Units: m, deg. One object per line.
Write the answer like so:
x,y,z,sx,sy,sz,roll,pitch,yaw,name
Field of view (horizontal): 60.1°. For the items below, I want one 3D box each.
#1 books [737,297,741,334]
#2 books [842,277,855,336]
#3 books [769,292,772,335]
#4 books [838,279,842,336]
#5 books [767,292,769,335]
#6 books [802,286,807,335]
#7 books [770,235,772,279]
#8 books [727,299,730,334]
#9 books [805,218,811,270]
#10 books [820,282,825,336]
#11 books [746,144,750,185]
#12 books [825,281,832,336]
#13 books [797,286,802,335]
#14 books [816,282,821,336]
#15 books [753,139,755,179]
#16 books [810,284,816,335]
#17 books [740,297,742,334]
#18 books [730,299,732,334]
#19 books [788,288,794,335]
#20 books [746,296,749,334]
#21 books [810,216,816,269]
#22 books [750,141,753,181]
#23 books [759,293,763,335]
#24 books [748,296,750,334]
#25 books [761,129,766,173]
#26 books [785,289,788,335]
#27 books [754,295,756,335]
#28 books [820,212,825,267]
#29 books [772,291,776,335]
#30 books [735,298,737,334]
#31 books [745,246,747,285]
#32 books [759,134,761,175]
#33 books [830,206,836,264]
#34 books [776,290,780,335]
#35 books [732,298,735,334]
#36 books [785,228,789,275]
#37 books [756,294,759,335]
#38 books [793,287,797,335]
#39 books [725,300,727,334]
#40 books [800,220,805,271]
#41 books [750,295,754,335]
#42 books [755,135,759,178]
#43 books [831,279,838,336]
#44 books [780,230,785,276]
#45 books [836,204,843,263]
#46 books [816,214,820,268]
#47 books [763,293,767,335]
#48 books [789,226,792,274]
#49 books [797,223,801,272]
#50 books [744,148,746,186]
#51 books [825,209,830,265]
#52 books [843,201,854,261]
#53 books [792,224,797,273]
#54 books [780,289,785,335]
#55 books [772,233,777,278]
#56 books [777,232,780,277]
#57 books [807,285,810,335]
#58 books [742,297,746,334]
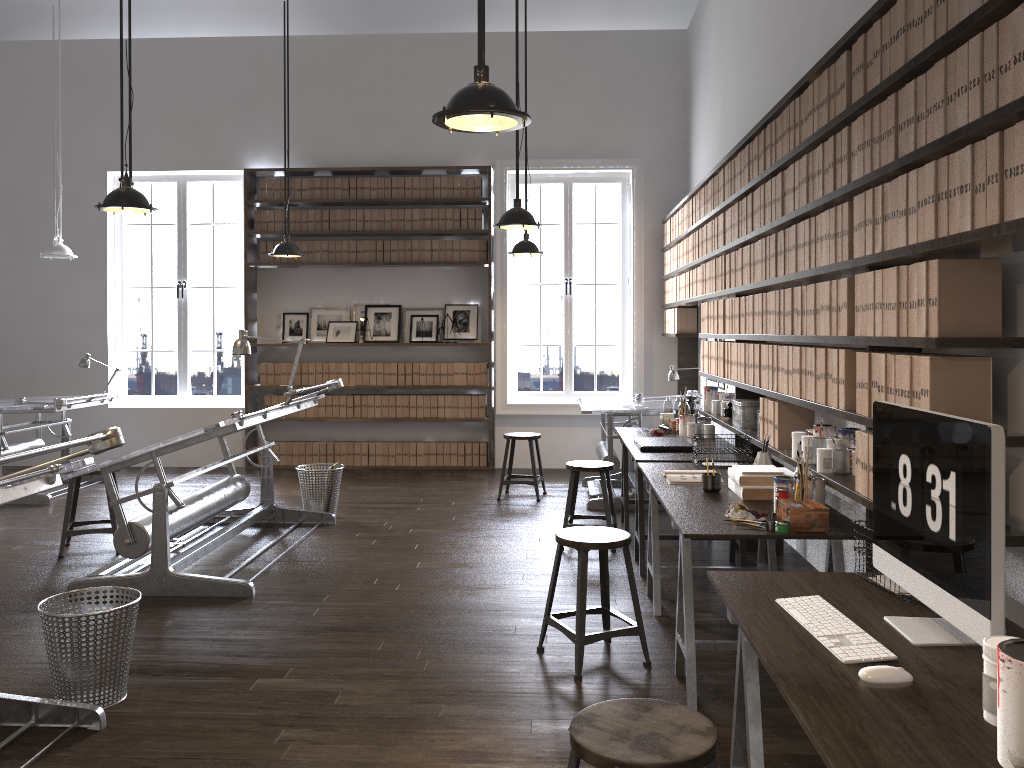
1.395,-0.389,5.127,0.174,0.226,0.067,0,1,3,books
1.306,-0.277,3.247,0.174,0.226,0.067,0,1,3,books
1.361,-0.343,4.360,0.174,0.225,0.067,0,1,3,books
1.316,-0.281,3.312,0.174,0.225,0.067,0,1,3,books
1.368,-0.348,4.430,0.174,0.225,0.067,0,1,3,books
1.337,-0.309,3.786,0.174,0.225,0.067,0,1,3,books
1.364,-0.621,4.360,0.174,0.225,0.067,0,1,3,books
1.406,-0.405,5.402,0.174,0.225,0.067,0,1,3,books
1.329,-0.583,3.729,0.174,0.226,0.067,0,1,3,books
1.322,-0.293,3.518,0.174,0.225,0.067,0,1,3,books
1.380,-1.203,4.870,0.174,0.226,0.067,0,1,3,books
1.317,-0.290,3.452,0.174,0.226,0.067,0,1,3,books
1.336,-0.314,3.857,0.174,0.225,0.067,0,1,3,books
1.326,-0.297,3.581,0.174,0.225,0.067,0,1,3,books
1.379,-1.195,4.732,0.174,0.225,0.067,0,1,3,books
1.325,-0.301,3.648,0.174,0.226,0.067,0,1,3,books
1.397,-0.384,5.052,0.174,0.225,0.067,0,1,3,books
1.403,-0.401,5.330,0.174,0.226,0.067,0,1,3,books
1.342,-0.322,4.003,0.174,0.226,0.067,0,1,3,books
1.390,-0.376,4.910,0.174,0.225,0.067,0,1,3,books
1.330,-0.579,3.659,0.174,0.225,0.067,0,1,3,books
1.383,-1.199,4.803,0.174,0.225,0.067,0,1,3,books
1.369,-0.356,4.570,0.174,0.226,0.067,0,1,3,books
1.386,-0.372,4.839,0.174,0.225,0.067,0,1,3,books
1.364,-1.182,4.515,0.174,0.226,0.067,0,1,3,books
1.351,-0.327,4.077,0.174,0.225,0.067,0,1,3,books
1.379,-0.364,4.705,0.174,0.225,0.067,0,1,3,books
1.321,-0.571,3.519,0.174,0.225,0.067,0,1,3,books
1.354,-0.339,4.288,0.174,0.225,0.067,0,1,3,books
1.404,-0.393,5.201,0.174,0.225,0.067,0,1,3,books
1.386,-0.653,4.915,0.174,0.225,0.067,0,1,3,books
1.373,-1.186,4.590,0.174,0.225,0.067,0,1,3,books
1.311,-0.562,3.381,0.174,0.226,0.067,0,1,3,books
1.351,-0.335,4.216,0.174,0.226,0.067,0,1,3,books
1.404,-0.397,5.266,0.174,0.225,0.067,0,1,3,books
1.350,-0.603,4.069,0.174,0.225,0.067,0,1,3,books
1.374,-0.360,4.642,0.174,0.225,0.067,0,1,3,books
1.344,-0.318,3.928,0.174,0.225,0.067,0,1,3,books
1.413,-0.409,5.474,0.174,0.225,0.067,0,1,3,books
1.334,-0.587,3.801,0.174,0.225,0.067,0,1,3,books
1.377,-0.368,4.772,0.174,0.226,0.067,0,1,3,books
1.372,-1.191,4.661,0.174,0.225,0.067,0,1,3,books
1.317,-0.285,3.382,0.174,0.225,0.067,0,1,3,books
1.349,-0.608,4.140,0.174,0.225,0.067,0,1,3,books
1.313,-0.559,3.318,0.174,0.225,0.067,0,1,3,books
1.328,-0.575,3.589,0.174,0.225,0.067,0,1,3,books
1.370,-0.352,4.500,0.174,0.225,0.067,0,1,3,books
1.346,-0.599,3.998,0.174,0.225,0.067,0,1,3,books
1.339,-0.591,3.864,0.174,0.225,0.067,0,1,3,books
1.388,-1.207,4.937,0.174,0.225,0.067,0,1,3,books
1.315,-0.566,3.447,0.174,0.225,0.067,0,1,3,books
1.311,-0.555,3.247,0.174,0.225,0.067,0,1,3,books
1.337,-0.595,3.931,0.174,0.226,0.067,0,1,3,books
1.352,-0.331,4.152,0.174,0.225,0.067,0,1,3,books
1.355,-0.616,4.286,0.174,0.226,0.067,0,1,3,books
1.357,-0.612,4.211,0.174,0.225,0.067,0,1,3,books
1.334,-0.305,3.715,0.174,0.225,0.067,0,1,3,books
1.389,-0.380,4.981,0.174,0.225,0.067,0,1,3,books
